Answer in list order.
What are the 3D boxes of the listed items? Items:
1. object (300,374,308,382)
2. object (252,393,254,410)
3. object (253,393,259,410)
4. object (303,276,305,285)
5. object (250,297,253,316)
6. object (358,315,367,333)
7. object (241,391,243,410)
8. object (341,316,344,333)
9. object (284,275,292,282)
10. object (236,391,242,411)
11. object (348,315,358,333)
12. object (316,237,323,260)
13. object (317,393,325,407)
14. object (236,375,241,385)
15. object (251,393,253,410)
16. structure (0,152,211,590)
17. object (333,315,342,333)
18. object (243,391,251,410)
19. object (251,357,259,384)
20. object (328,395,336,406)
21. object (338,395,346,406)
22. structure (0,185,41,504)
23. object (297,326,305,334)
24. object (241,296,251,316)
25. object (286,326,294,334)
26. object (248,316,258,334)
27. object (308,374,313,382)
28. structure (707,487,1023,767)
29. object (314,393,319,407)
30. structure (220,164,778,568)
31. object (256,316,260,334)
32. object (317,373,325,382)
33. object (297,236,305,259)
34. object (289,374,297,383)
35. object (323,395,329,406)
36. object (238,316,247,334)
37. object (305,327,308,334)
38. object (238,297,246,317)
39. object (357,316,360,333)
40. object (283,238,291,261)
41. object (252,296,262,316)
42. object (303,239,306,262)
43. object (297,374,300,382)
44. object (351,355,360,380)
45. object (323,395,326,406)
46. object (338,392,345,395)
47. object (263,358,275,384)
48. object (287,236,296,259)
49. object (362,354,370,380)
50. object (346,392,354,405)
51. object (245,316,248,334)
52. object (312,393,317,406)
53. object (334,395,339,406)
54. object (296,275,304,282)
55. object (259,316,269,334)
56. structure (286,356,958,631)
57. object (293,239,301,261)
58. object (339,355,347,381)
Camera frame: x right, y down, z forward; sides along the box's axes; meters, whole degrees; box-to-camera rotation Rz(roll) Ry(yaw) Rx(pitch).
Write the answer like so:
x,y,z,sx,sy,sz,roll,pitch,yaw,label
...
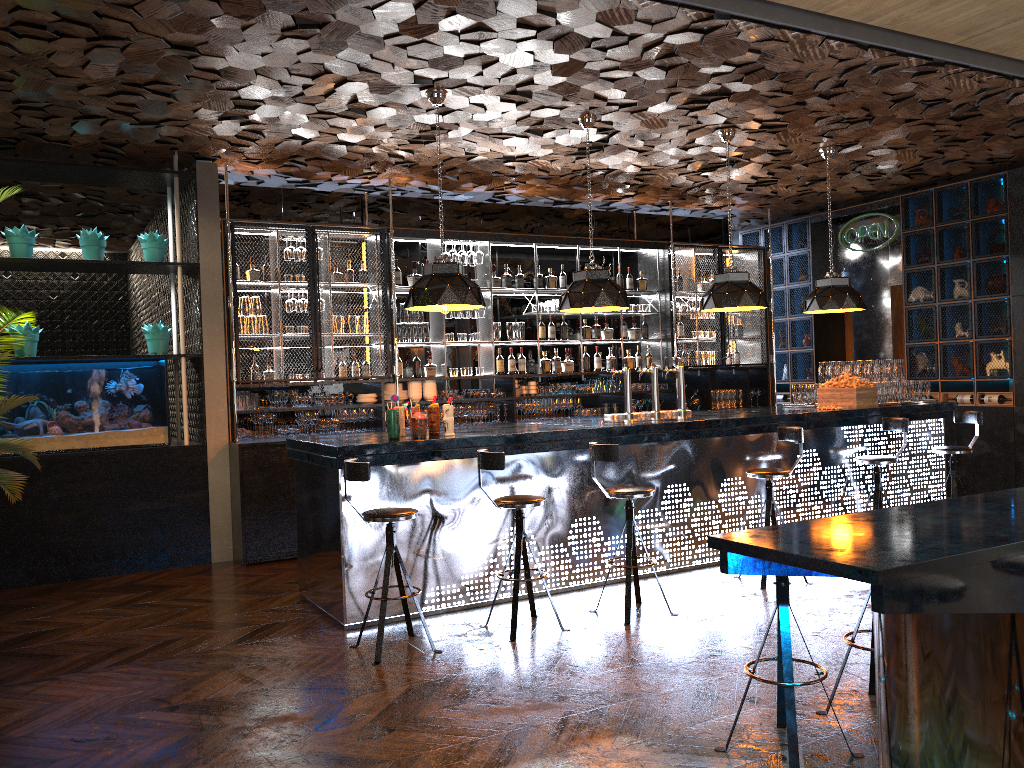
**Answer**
x,y,z,sx,sy,sz,roll,pitch,yaw,label
-2.006,-0.056,8.571,0.077,0.080,0.077,-3,1,-43,object
-2.389,0.162,8.251,0.058,0.152,0.051,-2,0,-25,object
-2.364,0.161,8.197,0.051,0.152,0.058,-2,0,-24,object
-2.073,-1.016,8.719,0.077,0.080,0.077,-2,1,27,object
-2.467,-0.737,8.491,0.092,0.182,0.092,-2,1,-34,object
-1.494,-0.593,8.876,0.092,0.182,0.092,-2,1,-34,object
-2.489,0.154,8.237,0.067,0.174,0.067,-2,0,-4,object
-1.721,-0.585,8.862,0.092,0.182,0.092,-2,1,-34,object
-2.162,-1.012,8.571,0.077,0.080,0.077,-2,1,-38,object
-2.510,0.156,8.125,0.067,0.174,0.067,-2,0,-21,object
-1.587,-0.589,8.848,0.092,0.182,0.092,-2,1,-34,object
-1.881,-1.320,8.640,0.081,0.213,0.081,-2,0,-23,object
-1.829,0.151,8.483,0.074,0.131,0.074,-2,0,-16,object
-2.592,-0.122,8.331,0.075,0.261,0.075,-2,0,20,object
-2.414,0.162,8.306,0.051,0.152,0.058,-2,0,23,object
-4.770,-0.196,7.123,4.269,3.734,0.705,-2,1,-29,structure
-1.721,-0.584,8.747,0.092,0.182,0.092,-2,1,-34,object
-2.446,0.153,8.173,0.067,0.174,0.067,-2,0,10,object
-2.432,-0.129,8.388,0.075,0.260,0.075,-2,0,5,object
-1.734,0.162,8.537,0.078,0.103,0.078,-2,0,14,object
-1.644,0.160,8.578,0.078,0.099,0.078,-2,1,28,object
-4.266,-0.120,6.015,1.873,3.561,4.073,-2,1,-27,structure
-2.043,-0.520,8.592,0.077,0.080,0.077,-2,1,39,object
-2.510,-0.734,8.367,0.092,0.182,0.092,-2,1,-34,object
-2.149,-0.516,8.577,0.077,0.080,0.077,-2,0,-17,object
-2.457,-0.554,8.396,0.092,0.182,0.092,-2,1,-34,object
-1.980,-0.058,8.683,0.077,0.080,0.077,-2,1,27,object
2.991,0.910,3.847,4.941,0.998,0.673,-2,1,-29,structure
-1.868,0.152,8.561,0.074,0.131,0.074,-2,0,-16,object
0.311,-0.313,9.711,6.750,3.553,1.143,-2,1,-29,structure
-2.421,-0.556,8.514,0.092,0.182,0.092,-2,1,-34,object
-1.872,-0.061,8.680,0.077,0.080,0.077,-2,1,-41,object
-2.035,-1.313,8.555,0.081,0.213,0.081,-2,0,-23,object
-2.103,-0.052,8.531,0.077,0.080,0.077,-2,0,11,object
-1.795,0.164,8.599,0.078,0.103,0.078,-2,0,14,object
-2.548,-0.550,8.345,0.092,0.182,0.092,-2,1,-34,object
-2.036,-0.521,8.707,0.077,0.080,0.077,-2,0,26,object
-2.562,-0.733,8.451,0.092,0.182,0.092,-2,1,-34,object
-1.530,-0.592,8.963,0.092,0.182,0.092,-2,1,-34,object
-2.189,-1.308,8.634,0.081,0.213,0.081,-2,0,-23,object
-2.425,-0.738,8.423,0.092,0.182,0.092,-2,1,-34,object
-2.029,-1.315,8.722,0.081,0.213,0.081,-2,0,-23,object
-2.115,-0.053,8.694,0.077,0.080,0.077,-2,0,11,object
-1.576,-0.165,8.915,0.075,0.260,0.075,-2,0,20,object
-1.841,0.165,8.678,0.078,0.103,0.078,-2,0,14,object
-1.700,0.144,8.855,0.074,0.131,0.074,-2,0,-16,object
-2.317,-0.125,8.463,0.108,0.244,0.108,-2,0,-15,object
-2.120,-1.310,8.508,0.081,0.213,0.081,-2,0,-23,object
-1.475,-0.169,8.947,0.075,0.260,0.075,-2,0,20,object
-1.589,0.141,8.714,0.074,0.131,0.074,-2,0,-16,object
-2.509,-0.552,8.476,0.092,0.182,0.092,-2,1,-34,object
-1.910,0.153,8.637,0.074,0.131,0.074,-2,0,-16,object
-1.716,0.162,8.642,0.078,0.099,0.078,-2,1,28,object
-2.060,-1.016,8.605,0.077,0.080,0.077,-2,0,7,object
-2.364,-0.557,8.435,0.092,0.182,0.092,-2,1,-34,object
1.277,0.603,7.405,6.009,1.685,1.214,-2,1,-29,structure
-2.105,-1.312,8.681,0.081,0.213,0.081,-2,0,-23,object
-1.685,-0.160,8.830,0.075,0.261,0.075,-2,0,20,object
